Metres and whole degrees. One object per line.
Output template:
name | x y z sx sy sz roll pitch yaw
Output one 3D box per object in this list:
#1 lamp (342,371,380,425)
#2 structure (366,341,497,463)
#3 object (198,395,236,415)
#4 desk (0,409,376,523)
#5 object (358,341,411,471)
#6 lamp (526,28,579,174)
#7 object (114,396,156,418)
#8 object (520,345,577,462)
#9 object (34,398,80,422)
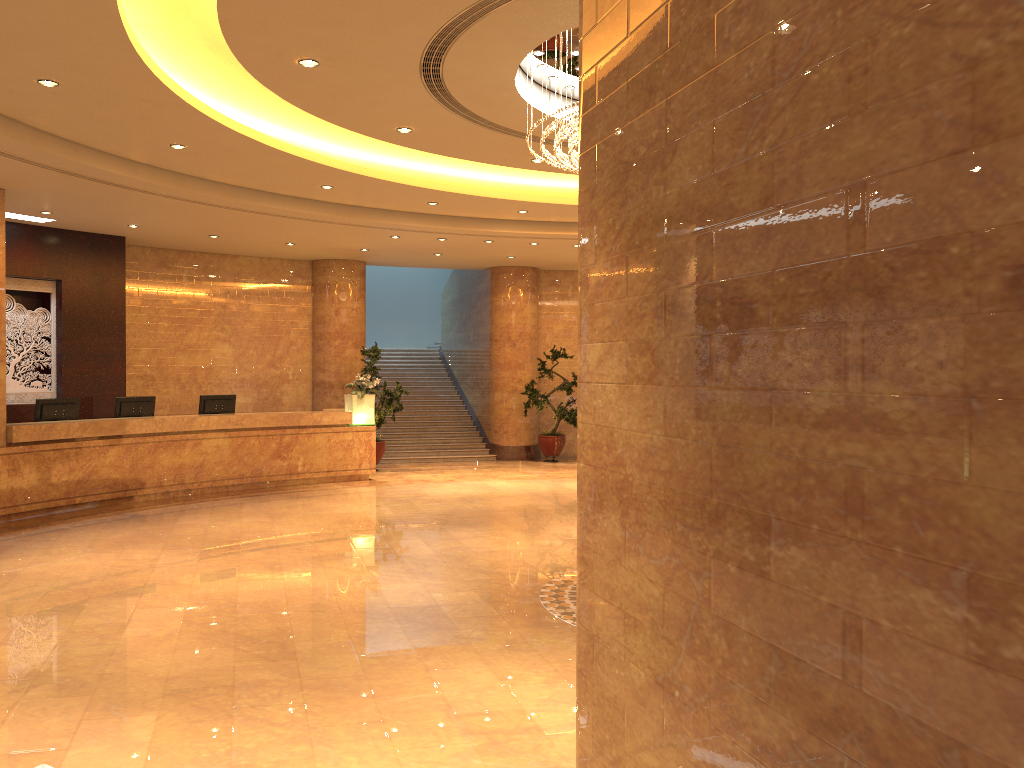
lamp | -2.507 0.229 14.938 0.606 0.897 0.532 0 1 -38
structure | -2.543 -1.264 21.071 9.849 5.560 7.472 0 1 -17
object | -4.594 0.418 13.824 0.531 0.500 0.430 0 1 -9
desk | -5.660 1.091 9.974 3.466 1.155 12.951 0 1 18
object | -2.508 0.405 16.385 0.843 2.363 1.250 0 1 -36
lamp | 1.715 -2.106 7.142 3.204 1.196 3.206 0 1 20
object | -5.452 0.430 12.823 0.531 0.500 0.430 0 1 -14
object | 0.830 0.394 17.832 1.250 2.363 0.843 0 1 5
object | -6.079 0.441 11.853 0.531 0.500 0.430 0 1 -20
